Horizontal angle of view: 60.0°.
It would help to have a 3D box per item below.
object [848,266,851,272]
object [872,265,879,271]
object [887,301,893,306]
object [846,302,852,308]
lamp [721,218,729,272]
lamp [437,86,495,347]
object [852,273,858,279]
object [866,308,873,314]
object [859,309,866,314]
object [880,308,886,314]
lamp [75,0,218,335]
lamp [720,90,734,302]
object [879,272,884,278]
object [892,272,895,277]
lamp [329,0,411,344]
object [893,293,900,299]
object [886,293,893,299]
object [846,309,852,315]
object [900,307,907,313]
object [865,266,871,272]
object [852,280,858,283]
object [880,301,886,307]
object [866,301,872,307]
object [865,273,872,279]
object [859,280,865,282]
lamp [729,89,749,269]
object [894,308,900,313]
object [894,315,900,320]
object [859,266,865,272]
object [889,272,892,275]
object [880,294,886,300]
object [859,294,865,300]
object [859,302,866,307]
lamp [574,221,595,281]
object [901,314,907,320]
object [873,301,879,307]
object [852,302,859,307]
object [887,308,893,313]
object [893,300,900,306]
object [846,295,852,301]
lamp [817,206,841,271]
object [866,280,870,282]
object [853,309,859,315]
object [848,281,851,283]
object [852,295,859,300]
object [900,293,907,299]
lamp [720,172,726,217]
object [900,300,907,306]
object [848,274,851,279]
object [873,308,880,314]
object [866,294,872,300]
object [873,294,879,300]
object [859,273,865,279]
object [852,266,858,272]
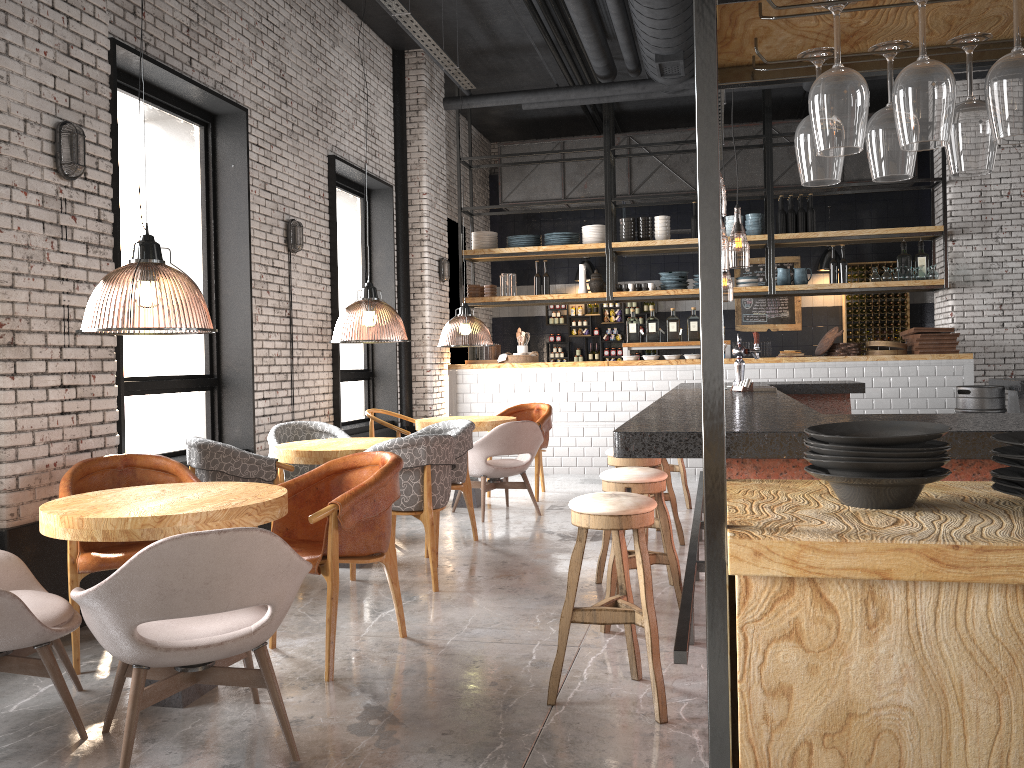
[{"bbox_3d":[4.974,-1.700,13.106,0.079,0.079,0.284,-1,1,13],"label":"object"},{"bbox_3d":[5.346,-1.706,13.040,0.079,0.079,0.284,-1,1,13],"label":"object"},{"bbox_3d":[5.542,-1.183,13.000,0.079,0.079,0.284,-1,1,13],"label":"object"},{"bbox_3d":[4.988,-1.174,13.119,0.079,0.079,0.284,-1,1,13],"label":"object"},{"bbox_3d":[0.775,-1.237,3.449,0.108,1.599,0.108,-2,0,-45],"label":"lamp"},{"bbox_3d":[-0.452,-1.548,8.179,0.537,2.405,0.536,-1,0,-35],"label":"lamp"},{"bbox_3d":[5.068,-1.596,13.082,0.079,0.079,0.284,-1,1,13],"label":"object"},{"bbox_3d":[5.268,-1.074,13.064,0.079,0.079,0.284,-1,1,13],"label":"object"},{"bbox_3d":[5.172,-1.072,13.067,0.079,0.079,0.284,-1,1,13],"label":"object"},{"bbox_3d":[5.452,-1.077,13.021,0.079,0.079,0.284,-1,1,13],"label":"object"},{"bbox_3d":[-1.508,-1.411,3.613,0.537,2.405,0.536,-1,0,-35],"label":"lamp"},{"bbox_3d":[1.380,-1.339,5.808,0.108,1.599,0.108,-1,0,-5],"label":"lamp"},{"bbox_3d":[5.444,-1.603,13.034,0.079,0.079,0.284,-1,1,13],"label":"object"},{"bbox_3d":[5.622,-1.605,12.968,0.079,0.079,0.284,-1,1,13],"label":"object"},{"bbox_3d":[-0.975,-1.480,5.921,0.537,2.405,0.536,-1,0,-35],"label":"lamp"},{"bbox_3d":[5.635,-1.290,12.993,0.079,0.079,0.284,-1,1,13],"label":"object"},{"bbox_3d":[5.544,-1.289,13.018,0.079,0.079,0.284,-1,1,13],"label":"object"},{"bbox_3d":[4.996,-1.070,13.143,0.079,0.079,0.284,-1,1,13],"label":"object"},{"bbox_3d":[5.732,-1.082,12.977,0.079,0.079,0.284,-1,1,13],"label":"object"},{"bbox_3d":[5.259,-1.705,13.080,0.079,0.079,0.284,-1,1,13],"label":"object"},{"bbox_3d":[5.075,-1.491,13.105,0.079,0.079,0.284,-1,1,13],"label":"object"},{"bbox_3d":[5.453,-1.182,13.036,0.079,0.079,0.284,-1,1,13],"label":"object"},{"bbox_3d":[5.270,-1.180,13.083,0.079,0.079,0.284,-1,1,13],"label":"object"},{"bbox_3d":[5.257,-1.599,13.062,0.079,0.079,0.284,-1,1,13],"label":"object"},{"bbox_3d":[5.170,-1.493,13.098,0.079,0.079,0.284,-1,1,13],"label":"object"},{"bbox_3d":[1.139,-1.320,4.510,0.108,1.461,0.108,-1,0,-15],"label":"lamp"},{"bbox_3d":[5.636,-1.080,12.979,0.079,0.079,0.284,-1,1,13],"label":"object"},{"bbox_3d":[5.642,-0.975,12.995,0.079,0.079,0.284,-1,1,13],"label":"object"},{"bbox_3d":[5.162,-1.703,13.082,0.079,0.079,0.284,-1,1,13],"label":"object"},{"bbox_3d":[5.533,-1.604,12.998,0.079,0.079,0.284,-1,1,13],"label":"object"},{"bbox_3d":[5.447,-1.287,13.020,0.079,0.079,0.284,-1,1,13],"label":"object"},{"bbox_3d":[5.175,-1.283,13.099,0.079,0.079,0.284,-1,1,13],"label":"object"},{"bbox_3d":[5.174,-1.178,13.085,0.079,0.079,0.284,-1,1,13],"label":"object"},{"bbox_3d":[1.167,-2.104,13.994,0.390,0.937,0.390,-1,0,16],"label":"lamp"},{"bbox_3d":[5.730,-0.976,12.958,0.079,0.079,0.284,-1,1,13],"label":"object"},{"bbox_3d":[5.361,-1.181,13.057,0.079,0.079,0.284,-1,1,13],"label":"object"},{"bbox_3d":[5.077,-1.176,13.083,0.079,0.079,0.284,-1,1,13],"label":"object"},{"bbox_3d":[5.540,-1.078,12.981,0.079,0.079,0.284,-1,1,13],"label":"object"},{"bbox_3d":[5.637,-1.185,12.994,0.079,0.079,0.284,-1,1,13],"label":"object"},{"bbox_3d":[4.988,-1.280,13.127,0.079,0.079,0.284,-1,1,13],"label":"object"},{"bbox_3d":[4.711,-2.159,13.140,0.390,0.937,0.390,-1,0,16],"label":"lamp"},{"bbox_3d":[5.259,-1.494,13.062,0.079,0.079,0.284,-1,1,13],"label":"object"},{"bbox_3d":[5.084,-1.071,13.107,0.079,0.079,0.284,-1,1,13],"label":"object"},{"bbox_3d":[4.988,-1.491,13.145,0.079,0.079,0.284,-1,1,13],"label":"object"},{"bbox_3d":[5.075,-1.281,13.087,0.079,0.079,0.284,-1,1,13],"label":"object"},{"bbox_3d":[5.721,-1.291,12.948,0.079,0.079,0.284,-1,1,13],"label":"object"},{"bbox_3d":[0.890,-1.551,3.974,0.108,1.599,0.108,-2,0,-45],"label":"lamp"},{"bbox_3d":[5.726,-1.186,12.957,0.079,0.079,0.284,-1,1,13],"label":"object"},{"bbox_3d":[4.984,-1.596,13.140,0.079,0.079,0.284,-1,1,13],"label":"object"},{"bbox_3d":[5.355,-1.075,13.020,0.079,0.079,0.284,-1,1,13],"label":"object"},{"bbox_3d":[5.263,-1.284,13.063,0.079,0.079,0.284,-1,1,13],"label":"object"},{"bbox_3d":[5.351,-1.285,13.023,0.079,0.079,0.284,-1,1,13],"label":"object"},{"bbox_3d":[5.160,-1.597,13.064,0.079,0.079,0.284,-1,1,13],"label":"object"},{"bbox_3d":[5.074,-1.702,13.119,0.079,0.079,0.284,-1,1,13],"label":"object"}]
